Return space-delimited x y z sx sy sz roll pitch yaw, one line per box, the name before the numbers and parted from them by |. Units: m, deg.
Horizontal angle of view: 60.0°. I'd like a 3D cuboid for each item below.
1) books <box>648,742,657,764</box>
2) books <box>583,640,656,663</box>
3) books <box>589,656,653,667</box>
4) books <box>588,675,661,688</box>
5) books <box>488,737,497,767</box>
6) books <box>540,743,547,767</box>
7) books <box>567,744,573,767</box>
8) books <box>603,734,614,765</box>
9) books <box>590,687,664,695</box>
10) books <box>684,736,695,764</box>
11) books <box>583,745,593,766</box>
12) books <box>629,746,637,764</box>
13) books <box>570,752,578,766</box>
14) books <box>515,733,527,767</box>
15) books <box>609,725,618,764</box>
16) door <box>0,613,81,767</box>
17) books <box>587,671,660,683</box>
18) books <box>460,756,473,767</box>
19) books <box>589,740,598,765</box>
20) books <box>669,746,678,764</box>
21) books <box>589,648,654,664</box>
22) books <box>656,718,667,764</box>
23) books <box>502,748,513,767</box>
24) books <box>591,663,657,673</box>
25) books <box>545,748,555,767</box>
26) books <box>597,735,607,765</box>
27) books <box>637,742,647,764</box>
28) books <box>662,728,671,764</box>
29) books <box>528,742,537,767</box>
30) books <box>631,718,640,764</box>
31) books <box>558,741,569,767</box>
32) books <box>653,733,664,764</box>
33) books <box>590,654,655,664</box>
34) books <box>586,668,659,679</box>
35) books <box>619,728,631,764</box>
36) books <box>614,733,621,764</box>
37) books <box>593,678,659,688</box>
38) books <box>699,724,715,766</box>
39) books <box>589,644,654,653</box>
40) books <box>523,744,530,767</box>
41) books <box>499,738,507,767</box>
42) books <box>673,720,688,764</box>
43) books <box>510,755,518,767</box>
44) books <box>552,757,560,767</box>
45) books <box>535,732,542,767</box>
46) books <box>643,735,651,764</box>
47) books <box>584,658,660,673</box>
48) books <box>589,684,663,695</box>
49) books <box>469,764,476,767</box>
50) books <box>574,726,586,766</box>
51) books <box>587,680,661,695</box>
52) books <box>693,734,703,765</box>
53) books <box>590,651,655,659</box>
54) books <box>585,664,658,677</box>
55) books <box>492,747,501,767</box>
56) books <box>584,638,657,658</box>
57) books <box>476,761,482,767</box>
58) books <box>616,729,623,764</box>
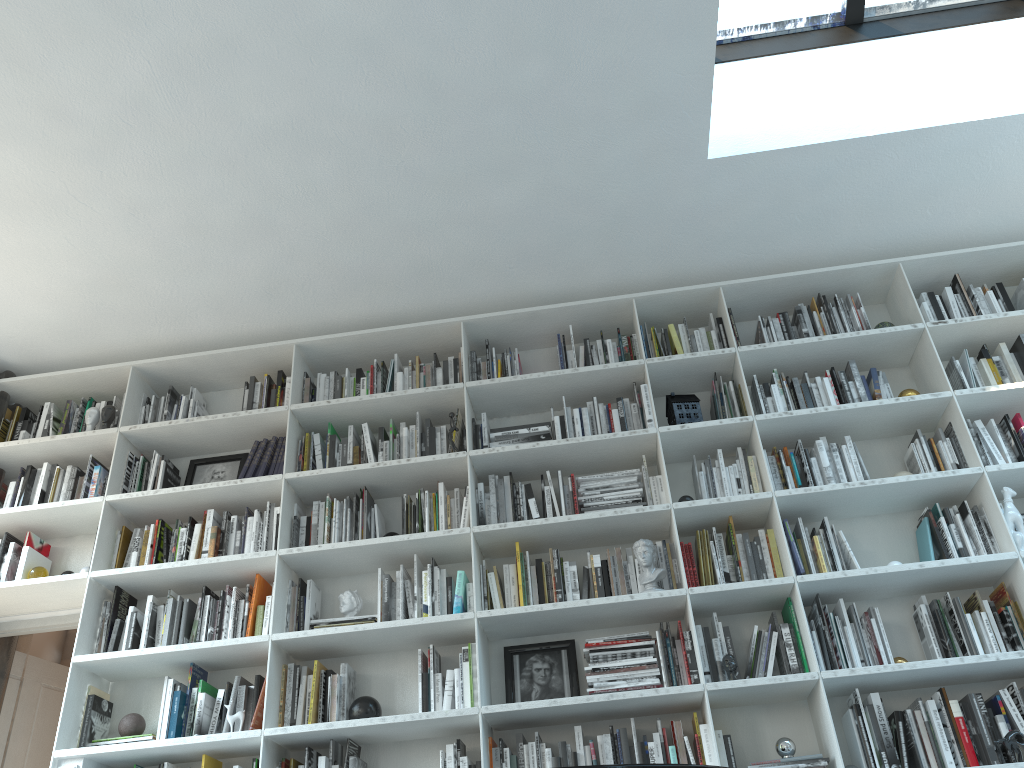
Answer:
books | 0.533 1.460 3.307 0.023 0.203 0.168 -7 -33 4
books | 0.437 1.082 3.582 0.285 0.012 0.160 -8 -34 6
books | 0.441 1.131 3.547 0.254 0.012 0.161 -9 -34 7
books | 0.446 1.195 3.514 0.285 0.012 0.160 -7 -34 4
books | -0.065 1.514 3.387 0.012 0.283 0.160 -7 -33 4
books | 0.133 1.505 3.363 0.021 0.243 0.142 -7 -33 4
books | 0.229 1.493 3.344 0.013 0.229 0.139 -7 -33 4
books | 0.374 1.463 3.329 0.026 0.244 0.192 -7 -33 4
books | 0.448 1.228 3.478 0.285 0.012 0.160 -5 -34 0
books | 0.675 1.436 3.296 0.042 0.211 0.170 -7 -33 4
books | 0.298 1.494 3.344 0.025 0.219 0.141 -7 -33 4
books | 0.463 1.477 3.324 0.021 0.201 0.129 -7 -33 4
books | 0.247 1.498 3.323 0.023 0.195 0.166 -7 -33 4
books | 0.045 1.502 3.388 0.027 0.289 0.141 -7 -33 4
books | 0.396 1.457 3.359 0.014 0.284 0.135 -7 -33 4
door | -2.082 2.133 3.960 0.834 1.969 0.791 -7 -33 4
books | 0.445 1.184 3.518 0.285 0.012 0.160 -8 -34 5
books | -0.167 1.546 3.366 0.029 0.219 0.154 -7 -33 4
books | 0.323 1.480 3.341 0.031 0.235 0.159 -7 -33 4
books | 0.607 1.456 3.292 0.023 0.182 0.170 -7 -33 4
books | 0.438 1.101 3.567 0.254 0.012 0.162 -6 -34 2
books | 0.573 1.424 3.339 0.014 0.292 0.138 -7 -33 4
books | -0.007 1.516 3.352 0.027 0.233 0.168 -7 -33 4
books | 0.442 1.149 3.530 0.254 0.012 0.162 -5 -34 0
books | 0.153 1.502 3.335 0.023 0.216 0.175 -7 -33 4
books | 0.352 1.477 3.356 0.025 0.253 0.137 -7 -33 4
books | 0.496 1.464 3.312 0.024 0.206 0.184 -7 -33 4
books | 0.589 1.442 3.334 0.014 0.254 0.146 -7 -33 4
books | 0.094 1.501 3.353 0.027 0.244 0.180 -7 -33 4
books | 0.475 1.431 3.340 0.012 0.295 0.178 -7 -33 4
books | 0.207 1.488 3.339 0.029 0.236 0.166 -7 -33 4
books | 0.555 1.445 3.314 0.023 0.233 0.175 -7 -33 4
books | 0.440 1.121 3.554 0.254 0.012 0.162 -6 -34 2
books | 0.444 1.172 3.523 0.285 0.012 0.160 -8 -34 6
books | 0.435 1.447 3.330 0.028 0.263 0.162 -7 -33 4
books | 0.409 1.466 3.343 0.011 0.250 0.159 -7 -33 4
books | 0.446 1.198 3.498 0.254 0.012 0.162 -5 -34 0
books | 0.732 1.412 3.298 0.033 0.245 0.177 -7 -33 4
books | 0.437 1.090 3.572 0.254 0.012 0.162 -5 -34 1
books | 0.071 1.513 3.370 0.024 0.246 0.133 -7 -33 4
books | -0.026 1.507 3.374 0.011 0.274 0.146 -7 -33 4
books | 0.640 1.422 3.324 0.026 0.270 0.176 -7 -33 4
books | 0.021 1.530 3.353 0.024 0.207 0.171 -7 -33 4
books | 0.179 1.510 3.320 0.029 0.182 0.175 -7 -33 4
books | 0.112 1.482 3.359 0.013 0.280 0.167 -7 -33 4
books | 0.515 1.456 3.327 0.014 0.233 0.155 -7 -33 4
books | 0.441 1.139 3.536 0.285 0.012 0.160 -10 -34 8
books | 0.448 1.223 3.492 0.285 0.012 0.160 -7 -34 3
books | -0.134 1.564 3.374 0.031 0.193 0.143 -7 -33 4
books | 0.269 1.463 3.358 0.026 0.290 0.152 -7 -33 4
books | 0.446 1.208 3.491 0.285 0.012 0.160 -10 -34 8
books | 0.701 1.432 3.296 0.011 0.215 0.167 -7 -33 4
books | 0.439 1.110 3.558 0.254 0.012 0.162 -5 -34 1
books | 0.442 1.159 3.523 0.285 0.012 0.160 -10 -34 8
books | -0.044 1.527 3.372 0.029 0.242 0.155 -7 -33 4
books | 0.435 1.068 3.583 0.285 0.012 0.160 -5 -34 0
books | -0.109 1.551 3.362 0.024 0.200 0.159 -7 -33 4
books | 0.417 1.454 3.336 0.010 0.260 0.182 -7 -33 4
